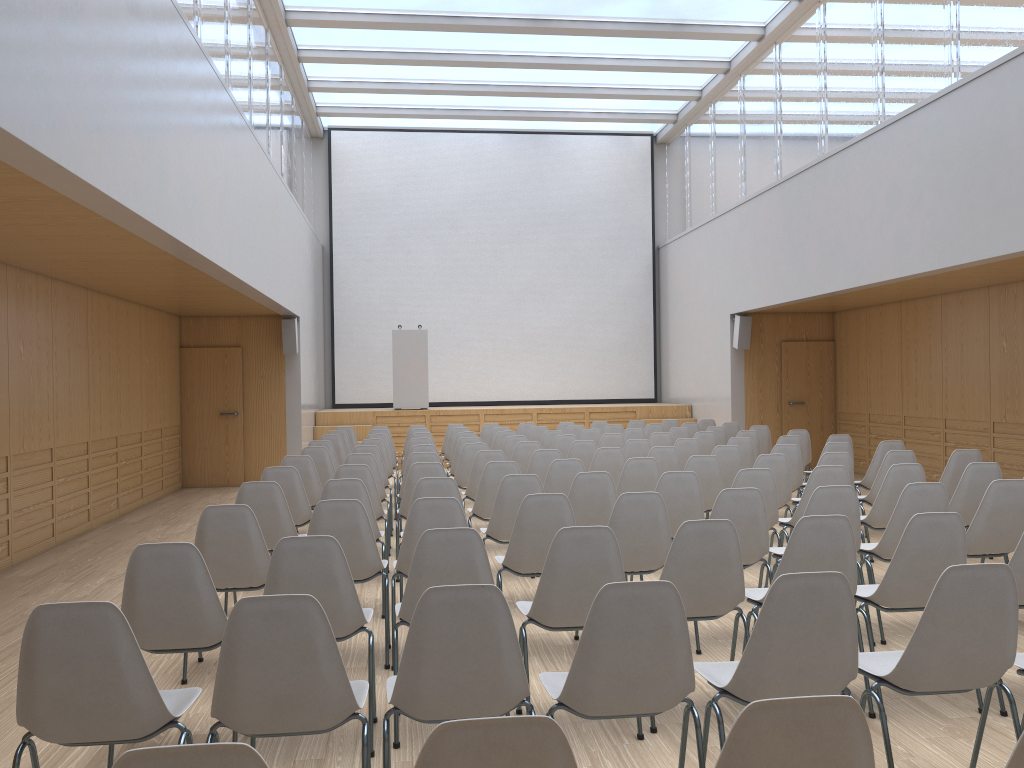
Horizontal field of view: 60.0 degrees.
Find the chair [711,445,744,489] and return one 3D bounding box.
[{"bbox_3d":[1.852,0.971,7.980,0.479,0.876,0.505,-1,0,-7],"label":"chair"}]

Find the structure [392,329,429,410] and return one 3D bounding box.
[{"bbox_3d":[-1.774,-0.242,15.491,0.605,1.379,0.605,-1,0,-7],"label":"structure"}]

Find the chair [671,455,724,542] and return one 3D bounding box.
[{"bbox_3d":[1.434,0.979,6.992,0.479,0.876,0.505,-1,0,-7],"label":"chair"}]

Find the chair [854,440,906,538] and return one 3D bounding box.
[{"bbox_3d":[3.397,0.947,8.233,0.479,0.876,0.505,-1,0,-7],"label":"chair"}]

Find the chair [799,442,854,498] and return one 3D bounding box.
[{"bbox_3d":[2.878,0.955,8.143,0.479,0.876,0.505,-1,0,-7],"label":"chair"}]

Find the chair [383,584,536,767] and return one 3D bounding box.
[{"bbox_3d":[-0.165,1.009,2.773,0.479,0.876,0.505,-1,0,-7],"label":"chair"}]

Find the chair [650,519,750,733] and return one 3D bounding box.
[{"bbox_3d":[0.776,0.993,3.883,0.479,0.876,0.505,-1,0,-7],"label":"chair"}]

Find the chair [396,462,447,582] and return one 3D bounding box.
[{"bbox_3d":[-0.645,1.011,6.734,0.479,0.876,0.505,-1,0,-7],"label":"chair"}]

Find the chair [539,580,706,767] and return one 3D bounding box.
[{"bbox_3d":[0.337,1.001,2.785,0.479,0.876,0.505,-1,0,-7],"label":"chair"}]

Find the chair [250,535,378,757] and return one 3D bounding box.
[{"bbox_3d":[-0.805,1.018,3.635,0.479,0.876,0.505,-1,0,-7],"label":"chair"}]

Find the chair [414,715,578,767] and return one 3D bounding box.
[{"bbox_3d":[-0.051,1.009,1.770,0.479,0.876,0.505,-1,0,-7],"label":"chair"}]

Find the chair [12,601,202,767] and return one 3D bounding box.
[{"bbox_3d":[-1.201,1.025,2.640,0.479,0.876,0.505,-1,0,-7],"label":"chair"}]

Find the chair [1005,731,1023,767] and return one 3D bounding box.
[{"bbox_3d":[0.988,0.993,1.793,0.479,0.876,0.505,-1,0,-7],"label":"chair"}]

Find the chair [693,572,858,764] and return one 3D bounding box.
[{"bbox_3d":[0.861,0.993,2.867,0.479,0.876,0.505,-1,0,-7],"label":"chair"}]

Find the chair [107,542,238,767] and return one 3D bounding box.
[{"bbox_3d":[-1.308,1.025,3.534,0.479,0.876,0.505,-1,0,-7],"label":"chair"}]

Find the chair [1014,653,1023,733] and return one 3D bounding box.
[{"bbox_3d":[1.928,0.977,2.912,0.479,0.876,0.505,-1,0,-7],"label":"chair"}]

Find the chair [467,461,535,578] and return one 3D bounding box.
[{"bbox_3d":[-0.099,1.002,6.740,0.479,0.876,0.505,-1,0,-7],"label":"chair"}]

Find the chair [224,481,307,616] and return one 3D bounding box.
[{"bbox_3d":[-1.546,1.026,5.602,0.479,0.876,0.505,-1,0,-7],"label":"chair"}]

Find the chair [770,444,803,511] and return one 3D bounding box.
[{"bbox_3d":[2.375,0.963,8.001,0.479,0.876,0.505,-1,0,-7],"label":"chair"}]

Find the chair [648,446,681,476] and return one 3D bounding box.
[{"bbox_3d":[1.296,0.980,7.955,0.479,0.876,0.505,-1,0,-7],"label":"chair"}]

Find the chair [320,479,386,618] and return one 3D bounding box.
[{"bbox_3d":[-1.050,1.018,5.679,0.479,0.876,0.505,-1,0,-7],"label":"chair"}]

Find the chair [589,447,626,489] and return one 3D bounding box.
[{"bbox_3d":[0.821,0.987,7.916,0.479,0.876,0.505,-1,0,-7],"label":"chair"}]

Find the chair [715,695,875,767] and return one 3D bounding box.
[{"bbox_3d":[0.498,1.000,1.845,0.479,0.876,0.505,-1,0,-7],"label":"chair"}]

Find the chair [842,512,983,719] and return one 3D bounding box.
[{"bbox_3d":[1.764,0.978,3.982,0.479,0.876,0.505,-1,0,-7],"label":"chair"}]

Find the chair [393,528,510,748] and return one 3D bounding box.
[{"bbox_3d":[-0.268,1.009,3.768,0.479,0.876,0.505,-1,0,-7],"label":"chair"}]

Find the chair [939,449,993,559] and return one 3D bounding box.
[{"bbox_3d":[3.527,0.947,7.173,0.479,0.876,0.505,-1,0,-7],"label":"chair"}]

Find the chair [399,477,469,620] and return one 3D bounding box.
[{"bbox_3d":[-0.486,1.010,5.687,0.479,0.876,0.505,-1,0,-7],"label":"chair"}]

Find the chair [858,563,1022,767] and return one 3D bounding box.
[{"bbox_3d":[1.396,0.985,2.949,0.479,0.876,0.505,-1,0,-7],"label":"chair"}]

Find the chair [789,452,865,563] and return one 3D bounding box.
[{"bbox_3d":[2.478,0.963,7.088,0.479,0.876,0.505,-1,0,-7],"label":"chair"}]

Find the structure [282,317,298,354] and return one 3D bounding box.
[{"bbox_3d":[-3.210,-0.698,12.838,0.196,0.542,0.368,-1,0,-7],"label":"structure"}]

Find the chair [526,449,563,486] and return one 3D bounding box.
[{"bbox_3d":[0.275,0.995,7.792,0.479,0.876,0.505,-1,0,-7],"label":"chair"}]

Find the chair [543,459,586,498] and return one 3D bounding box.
[{"bbox_3d":[0.386,0.995,6.839,0.479,0.876,0.505,-1,0,-7],"label":"chair"}]

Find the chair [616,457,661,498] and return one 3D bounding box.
[{"bbox_3d":[0.945,0.986,6.865,0.479,0.876,0.505,-1,0,-7],"label":"chair"}]

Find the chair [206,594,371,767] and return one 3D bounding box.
[{"bbox_3d":[-0.670,1.017,2.685,0.479,0.876,0.505,-1,0,-7],"label":"chair"}]

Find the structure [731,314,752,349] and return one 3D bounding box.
[{"bbox_3d":[3.535,-0.802,13.642,0.196,0.542,0.368,-1,0,-7],"label":"structure"}]

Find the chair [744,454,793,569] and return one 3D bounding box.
[{"bbox_3d":[1.961,0.971,7.007,0.479,0.876,0.505,-1,0,-7],"label":"chair"}]

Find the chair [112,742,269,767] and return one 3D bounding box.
[{"bbox_3d":[-0.545,1.016,1.673,0.479,0.876,0.505,-1,0,-7],"label":"chair"}]

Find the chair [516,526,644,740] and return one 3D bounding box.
[{"bbox_3d":[0.266,1.001,3.763,0.479,0.876,0.505,-1,0,-7],"label":"chair"}]

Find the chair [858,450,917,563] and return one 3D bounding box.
[{"bbox_3d":[3.011,0.954,7.170,0.479,0.876,0.505,-1,0,-7],"label":"chair"}]

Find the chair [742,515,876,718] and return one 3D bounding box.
[{"bbox_3d":[1.280,0.985,3.953,0.479,0.876,0.505,-1,0,-7],"label":"chair"}]

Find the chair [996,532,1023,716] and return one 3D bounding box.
[{"bbox_3d":[2.287,0.970,4.004,0.479,0.876,0.505,-1,0,-7],"label":"chair"}]

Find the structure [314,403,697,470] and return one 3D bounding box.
[{"bbox_3d":[-0.125,0.936,15.912,6.551,1.027,2.728,-1,0,-7],"label":"structure"}]
